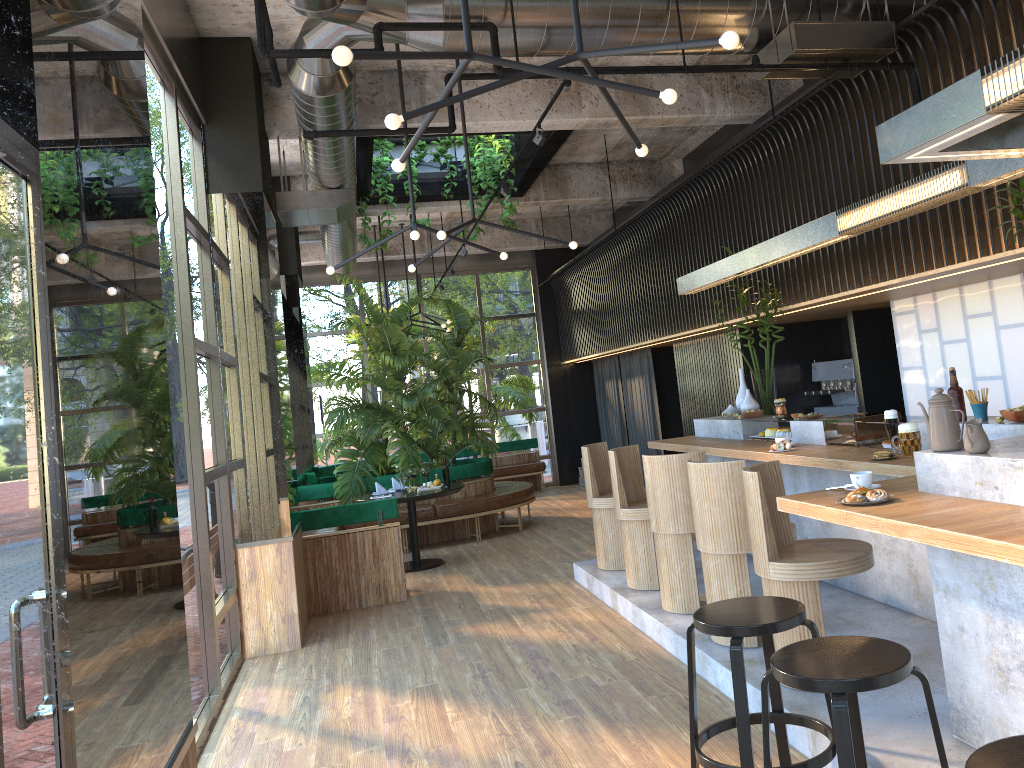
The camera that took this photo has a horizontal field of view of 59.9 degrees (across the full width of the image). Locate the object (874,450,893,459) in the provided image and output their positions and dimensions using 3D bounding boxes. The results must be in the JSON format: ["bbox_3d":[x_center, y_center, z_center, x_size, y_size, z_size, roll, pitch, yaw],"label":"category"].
[{"bbox_3d":[1.900,0.363,4.544,0.093,0.041,0.146,-7,-1,22],"label":"object"}]

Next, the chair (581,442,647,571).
[{"bbox_3d":[0.882,0.959,7.159,0.551,0.973,0.541,-6,-4,-2],"label":"chair"}]

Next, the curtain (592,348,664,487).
[{"bbox_3d":[1.729,0.544,13.527,0.124,2.066,3.186,-5,-2,-10],"label":"curtain"}]

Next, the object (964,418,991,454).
[{"bbox_3d":[1.626,0.184,3.125,0.101,0.120,0.086,-6,-3,-4],"label":"object"}]

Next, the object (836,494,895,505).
[{"bbox_3d":[1.304,0.428,3.274,0.198,0.013,0.213,-7,-1,24],"label":"object"}]

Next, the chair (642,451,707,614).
[{"bbox_3d":[1.158,0.906,5.666,0.538,0.973,0.554,-7,-4,11],"label":"chair"}]

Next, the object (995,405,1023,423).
[{"bbox_3d":[2.353,0.137,4.123,0.192,0.073,0.227,-7,-1,8],"label":"object"}]

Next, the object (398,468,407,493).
[{"bbox_3d":[-1.091,0.966,8.893,0.097,0.246,0.088,-4,-5,-29],"label":"object"}]

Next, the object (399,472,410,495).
[{"bbox_3d":[-1.053,0.978,8.731,0.102,0.210,0.109,-8,-4,22],"label":"object"}]

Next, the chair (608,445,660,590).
[{"bbox_3d":[1.016,0.933,6.382,0.574,0.973,0.518,-3,-5,-37],"label":"chair"}]

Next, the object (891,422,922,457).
[{"bbox_3d":[2.026,0.283,4.538,0.114,0.172,0.132,-5,-3,-18],"label":"object"}]

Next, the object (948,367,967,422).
[{"bbox_3d":[2.267,0.051,4.536,0.072,0.277,0.077,-8,-5,24],"label":"object"}]

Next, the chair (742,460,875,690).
[{"bbox_3d":[1.408,0.857,4.139,0.521,0.973,0.571,-9,-5,35],"label":"chair"}]

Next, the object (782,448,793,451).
[{"bbox_3d":[1.707,0.416,5.608,0.117,0.005,0.125,-7,-1,27],"label":"object"}]

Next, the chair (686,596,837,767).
[{"bbox_3d":[0.912,1.185,3.262,0.530,0.699,0.497,-5,-3,-17],"label":"chair"}]

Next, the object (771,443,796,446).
[{"bbox_3d":[1.780,0.406,5.823,0.165,0.020,0.155,-6,-1,-16],"label":"object"}]

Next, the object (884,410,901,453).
[{"bbox_3d":[2.046,0.254,4.767,0.072,0.233,0.077,-8,-5,20],"label":"object"}]

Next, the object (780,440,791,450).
[{"bbox_3d":[1.719,0.388,5.622,0.073,0.060,0.124,-4,-3,-43],"label":"object"}]

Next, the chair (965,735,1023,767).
[{"bbox_3d":[1.173,1.135,1.768,0.535,0.699,0.492,-5,-4,-24],"label":"chair"}]

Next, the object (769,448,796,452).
[{"bbox_3d":[1.708,0.418,5.612,0.168,0.005,0.166,-7,-1,-1],"label":"object"}]

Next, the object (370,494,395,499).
[{"bbox_3d":[-1.257,1.096,8.678,0.261,0.019,0.153,-6,-1,-13],"label":"object"}]

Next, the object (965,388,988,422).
[{"bbox_3d":[2.297,0.103,4.369,0.104,0.162,0.106,-8,-4,22],"label":"object"}]

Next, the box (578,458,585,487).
[{"bbox_3d":[1.251,1.430,14.491,0.344,0.444,0.269,-5,-4,-24],"label":"box"}]

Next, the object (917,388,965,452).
[{"bbox_3d":[1.607,0.132,3.326,0.124,0.235,0.203,-2,-5,-44],"label":"object"}]

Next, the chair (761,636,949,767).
[{"bbox_3d":[1.021,1.164,2.640,0.534,0.699,0.494,-5,-4,-22],"label":"chair"}]

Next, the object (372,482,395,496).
[{"bbox_3d":[-1.295,1.049,8.932,0.243,0.139,0.222,-5,-2,-29],"label":"object"}]

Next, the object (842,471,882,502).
[{"bbox_3d":[1.320,0.398,3.418,0.176,0.073,0.429,-7,-1,24],"label":"object"}]

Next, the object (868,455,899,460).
[{"bbox_3d":[1.899,0.378,4.541,0.157,0.013,0.142,-6,-1,-41],"label":"object"}]

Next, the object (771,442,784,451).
[{"bbox_3d":[1.670,0.393,5.594,0.063,0.059,0.071,-5,-3,-22],"label":"object"}]

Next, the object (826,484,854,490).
[{"bbox_3d":[1.335,0.422,3.620,0.030,0.027,0.129,-5,-2,-34],"label":"object"}]

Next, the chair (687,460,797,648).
[{"bbox_3d":[1.292,0.880,4.882,0.520,0.973,0.573,-9,-5,38],"label":"chair"}]

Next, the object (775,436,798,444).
[{"bbox_3d":[1.799,0.375,5.829,0.138,0.064,0.106,-5,-2,-33],"label":"object"}]

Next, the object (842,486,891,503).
[{"bbox_3d":[1.307,0.408,3.270,0.156,0.053,0.160,-7,-1,32],"label":"object"}]
